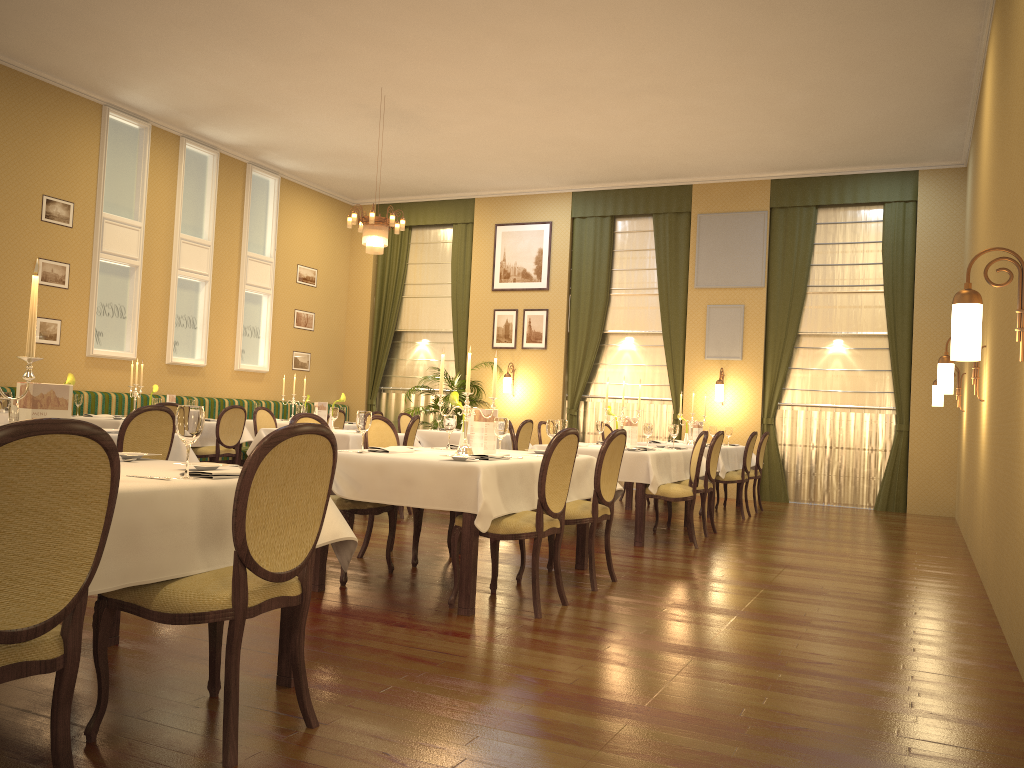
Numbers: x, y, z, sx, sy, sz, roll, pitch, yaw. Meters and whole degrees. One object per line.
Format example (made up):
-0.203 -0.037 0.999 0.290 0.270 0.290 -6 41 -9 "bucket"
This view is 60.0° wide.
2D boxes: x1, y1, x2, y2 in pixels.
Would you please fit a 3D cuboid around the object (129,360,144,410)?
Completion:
-3.989 0.045 9.400 0.390 0.655 0.131 1 -2 39 "object"

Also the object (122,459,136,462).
-1.495 0.285 3.367 0.181 0.015 0.038 2 -2 26 "object"

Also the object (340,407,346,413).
-2.310 0.429 12.086 0.088 0.229 0.088 3 -2 -17 "object"

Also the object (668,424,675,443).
1.960 0.606 10.920 0.088 0.229 0.088 3 -2 -17 "object"

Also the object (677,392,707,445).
2.106 0.385 10.341 0.390 0.655 0.131 3 -2 -9 "object"

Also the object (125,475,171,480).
-1.123 0.284 2.725 0.185 0.010 0.017 2 -2 25 "object"

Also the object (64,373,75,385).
-2.975 0.113 5.835 0.163 0.375 0.076 3 -2 2 "object"

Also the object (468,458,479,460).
-0.247 0.394 4.718 0.181 0.015 0.038 2 -2 26 "object"

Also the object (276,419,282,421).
-3.191 0.473 11.723 0.142 0.033 0.273 2 -2 25 "object"

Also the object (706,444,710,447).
2.238 0.690 9.982 0.142 0.033 0.273 2 -2 25 "object"

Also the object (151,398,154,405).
-4.039 0.271 9.992 0.088 0.229 0.088 4 -2 -23 "object"

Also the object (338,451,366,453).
-0.868 0.365 4.813 0.181 0.015 0.038 2 -2 26 "object"

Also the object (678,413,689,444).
2.048 0.526 10.565 0.076 0.375 0.163 5 -3 -43 "object"

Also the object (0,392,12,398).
-3.308 0.167 5.774 0.088 0.229 0.088 3 -2 -17 "object"

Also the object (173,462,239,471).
-1.075 0.294 3.119 0.160 0.024 0.160 2 -2 25 "object"

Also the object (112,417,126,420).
-3.900 0.341 8.765 0.160 0.024 0.160 2 -2 25 "object"

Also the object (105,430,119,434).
-2.610 0.302 5.624 0.142 0.024 0.273 2 -2 25 "object"

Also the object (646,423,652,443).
1.546 0.556 10.033 0.088 0.229 0.088 3 -2 -17 "object"

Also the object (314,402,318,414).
-2.672 0.390 12.106 0.166 0.277 0.081 1 -3 41 "object"

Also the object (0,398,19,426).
-1.327 0.150 2.290 0.088 0.229 0.088 3 -2 -17 "object"

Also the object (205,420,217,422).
-3.318 0.409 9.893 0.142 0.024 0.273 2 -2 25 "object"

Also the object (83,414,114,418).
-4.320 0.334 9.275 0.142 0.033 0.273 2 -2 25 "object"

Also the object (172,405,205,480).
-1.010 0.182 2.770 0.088 0.229 0.088 3 -2 -17 "object"

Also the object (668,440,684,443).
2.052 0.718 11.099 0.142 0.033 0.273 2 -2 25 "object"

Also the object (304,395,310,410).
-2.807 0.331 12.092 0.076 0.375 0.163 3 -2 12 "object"

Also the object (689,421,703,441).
2.196 0.584 10.547 0.166 0.277 0.081 3 -2 -4 "object"

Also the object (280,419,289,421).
-3.143 0.489 12.033 0.160 0.024 0.160 2 -2 25 "object"

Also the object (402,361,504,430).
-0.906 0.520 13.385 1.496 1.807 1.552 3 -2 6 "object"

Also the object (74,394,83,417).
-4.453 0.220 9.105 0.088 0.229 0.088 3 -2 -17 "object"

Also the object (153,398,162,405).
-3.698 0.263 9.239 0.088 0.229 0.088 3 -2 -17 "object"

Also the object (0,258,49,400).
-1.524 -0.064 2.465 0.390 0.655 0.131 4 -2 -31 "object"

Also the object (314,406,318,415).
-2.569 0.403 11.687 0.088 0.229 0.088 3 -2 -17 "object"

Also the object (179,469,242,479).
-0.948 0.296 2.944 0.142 0.024 0.273 2 -2 25 "object"

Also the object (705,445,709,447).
2.099 0.676 9.694 0.160 0.024 0.160 2 -2 25 "object"

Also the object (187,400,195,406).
-3.507 0.288 9.675 0.088 0.229 0.088 3 -2 -17 "object"

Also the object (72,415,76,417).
-4.500 0.323 9.023 0.181 0.015 0.038 2 -2 26 "object"

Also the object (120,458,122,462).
-1.578 0.269 3.222 0.142 0.033 0.273 2 -2 25 "object"

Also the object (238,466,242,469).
-0.906 0.308 3.165 0.181 0.015 0.038 2 -2 26 "object"

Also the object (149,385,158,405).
-3.891 0.192 9.584 0.076 0.375 0.163 5 -3 -43 "object"

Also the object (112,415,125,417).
-4.271 0.349 9.585 0.160 0.024 0.160 2 -2 25 "object"

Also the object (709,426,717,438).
2.302 0.598 10.167 0.088 0.229 0.088 3 -2 -17 "object"

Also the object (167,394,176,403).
-3.746 0.256 9.745 0.081 0.277 0.166 3 -2 -14 "object"

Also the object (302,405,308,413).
-2.911 0.411 12.441 0.088 0.229 0.088 3 -2 -17 "object"

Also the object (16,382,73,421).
-1.433 0.135 2.671 0.166 0.277 0.081 3 -2 -4 "object"

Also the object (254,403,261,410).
-3.325 0.360 11.553 0.088 0.229 0.088 3 -2 -17 "object"

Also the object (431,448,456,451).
-0.440 0.419 5.700 0.185 0.010 0.017 2 -2 26 "object"

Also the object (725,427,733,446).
2.579 0.626 10.558 0.088 0.229 0.088 3 -2 -17 "object"

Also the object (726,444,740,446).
2.681 0.744 10.821 0.142 0.024 0.273 2 -2 25 "object"

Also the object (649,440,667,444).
1.680 0.669 10.203 0.142 0.033 0.273 2 -2 25 "object"

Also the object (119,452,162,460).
-1.493 0.285 3.479 0.160 0.024 0.160 2 -2 25 "object"

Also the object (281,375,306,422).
-2.901 0.180 11.780 0.390 0.655 0.131 2 -2 31 "object"
